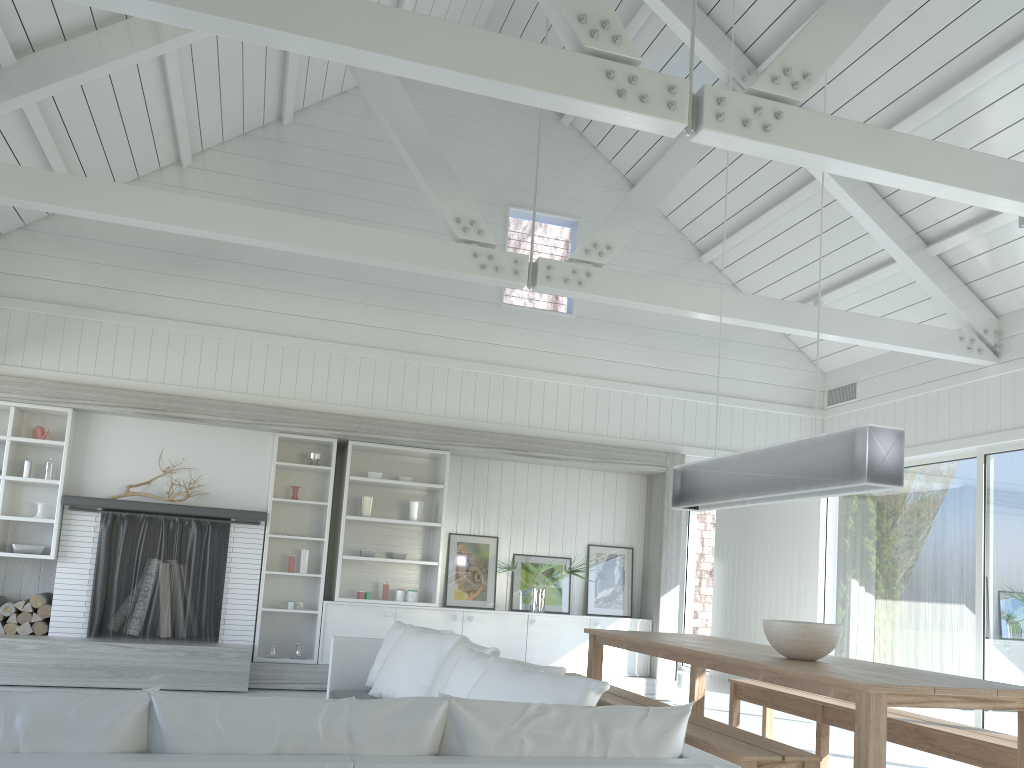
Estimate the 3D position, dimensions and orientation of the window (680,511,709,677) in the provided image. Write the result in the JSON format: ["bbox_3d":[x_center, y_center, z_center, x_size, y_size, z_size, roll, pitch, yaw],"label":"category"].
[{"bbox_3d":[2.509,2.630,11.722,0.038,2.397,0.955,6,-8,-16],"label":"window"}]

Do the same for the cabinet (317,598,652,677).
[{"bbox_3d":[-0.238,2.438,8.451,3.192,0.544,0.661,7,-11,-16],"label":"cabinet"}]

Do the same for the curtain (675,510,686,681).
[{"bbox_3d":[1.520,2.174,10.085,1.009,2.341,0.117,6,-7,-16],"label":"curtain"}]

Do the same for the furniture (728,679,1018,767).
[{"bbox_3d":[2.061,2.086,5.000,0.341,0.465,2.714,6,-13,-15],"label":"furniture"}]

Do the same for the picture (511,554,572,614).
[{"bbox_3d":[0.290,1.962,8.650,0.611,0.546,0.054,7,-7,-16],"label":"picture"}]

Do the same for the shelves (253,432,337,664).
[{"bbox_3d":[-1.982,1.497,8.035,0.542,1.975,0.611,6,-7,-16],"label":"shelves"}]

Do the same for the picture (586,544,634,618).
[{"bbox_3d":[0.984,1.978,8.848,0.496,0.695,0.066,6,-7,-16],"label":"picture"}]

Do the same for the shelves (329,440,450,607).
[{"bbox_3d":[-1.158,1.333,8.300,0.942,1.425,0.611,6,-8,-16],"label":"shelves"}]

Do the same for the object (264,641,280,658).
[{"bbox_3d":[-2.107,2.340,7.773,0.137,0.128,0.139,-1,-11,26],"label":"object"}]

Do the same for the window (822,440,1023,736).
[{"bbox_3d":[4.782,1.078,4.041,0.081,2.386,11.065,6,-12,-16],"label":"window"}]

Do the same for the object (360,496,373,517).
[{"bbox_3d":[-1.343,1.135,8.112,0.103,0.194,0.104,6,-8,-16],"label":"object"}]

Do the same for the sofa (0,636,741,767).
[{"bbox_3d":[-1.612,1.460,3.948,3.487,0.728,4.185,7,-13,-16],"label":"sofa"}]

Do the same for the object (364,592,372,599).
[{"bbox_3d":[-1.319,1.935,8.062,0.059,0.060,0.058,11,-12,-38],"label":"object"}]

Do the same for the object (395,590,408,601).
[{"bbox_3d":[-1.027,1.965,8.178,0.091,0.094,0.091,1,-10,18],"label":"object"}]

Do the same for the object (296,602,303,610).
[{"bbox_3d":[-1.899,1.981,7.872,0.058,0.060,0.058,7,-10,-16],"label":"object"}]

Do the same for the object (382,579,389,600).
[{"bbox_3d":[-1.161,1.888,8.104,0.054,0.194,0.055,6,-7,-17],"label":"object"}]

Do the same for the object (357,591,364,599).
[{"bbox_3d":[-1.378,1.916,8.019,0.055,0.070,0.054,11,-11,-37],"label":"object"}]

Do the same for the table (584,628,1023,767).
[{"bbox_3d":[1.329,1.846,4.807,0.909,0.752,2.985,7,-12,-15],"label":"table"}]

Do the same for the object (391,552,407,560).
[{"bbox_3d":[-1.068,1.622,8.300,0.141,0.065,0.143,7,-12,-16],"label":"object"}]

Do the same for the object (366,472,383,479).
[{"bbox_3d":[-1.275,0.856,8.158,0.141,0.065,0.143,7,-12,-16],"label":"object"}]

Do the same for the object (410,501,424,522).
[{"bbox_3d":[-0.894,1.194,8.242,0.102,0.194,0.104,0,-9,29],"label":"object"}]

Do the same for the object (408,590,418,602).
[{"bbox_3d":[-0.916,1.955,8.140,0.085,0.110,0.086,1,-9,19],"label":"object"}]

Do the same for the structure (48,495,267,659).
[{"bbox_3d":[-3.035,1.707,7.679,1.622,1.270,0.869,7,-9,-16],"label":"structure"}]

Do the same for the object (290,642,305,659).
[{"bbox_3d":[-1.897,2.367,7.833,0.137,0.128,0.139,-1,-11,26],"label":"object"}]

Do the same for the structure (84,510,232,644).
[{"bbox_3d":[-2.931,1.617,7.343,1.101,1.050,0.117,7,-7,-17],"label":"structure"}]

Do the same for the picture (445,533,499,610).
[{"bbox_3d":[-0.383,1.797,8.450,0.496,0.695,0.066,6,-7,-16],"label":"picture"}]

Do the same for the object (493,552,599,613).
[{"bbox_3d":[0.336,1.861,8.359,0.975,0.621,0.629,8,-10,-18],"label":"object"}]

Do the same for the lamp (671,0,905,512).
[{"bbox_3d":[1.554,-1.428,5.122,0.201,4.189,1.926,6,-8,-16],"label":"lamp"}]

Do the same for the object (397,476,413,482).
[{"bbox_3d":[-1.020,0.923,8.379,0.141,0.065,0.143,7,-12,-16],"label":"object"}]

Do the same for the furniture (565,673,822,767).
[{"bbox_3d":[0.629,1.897,4.584,0.341,0.465,2.714,6,-13,-15],"label":"furniture"}]

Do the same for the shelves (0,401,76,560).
[{"bbox_3d":[-4.139,0.805,7.310,0.868,1.224,0.554,6,-8,-16],"label":"shelves"}]

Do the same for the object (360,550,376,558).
[{"bbox_3d":[-1.323,1.556,8.079,0.141,0.065,0.143,7,-12,-16],"label":"object"}]

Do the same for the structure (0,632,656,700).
[{"bbox_3d":[-1.858,2.595,8.269,6.370,0.342,1.905,8,-13,-16],"label":"structure"}]
